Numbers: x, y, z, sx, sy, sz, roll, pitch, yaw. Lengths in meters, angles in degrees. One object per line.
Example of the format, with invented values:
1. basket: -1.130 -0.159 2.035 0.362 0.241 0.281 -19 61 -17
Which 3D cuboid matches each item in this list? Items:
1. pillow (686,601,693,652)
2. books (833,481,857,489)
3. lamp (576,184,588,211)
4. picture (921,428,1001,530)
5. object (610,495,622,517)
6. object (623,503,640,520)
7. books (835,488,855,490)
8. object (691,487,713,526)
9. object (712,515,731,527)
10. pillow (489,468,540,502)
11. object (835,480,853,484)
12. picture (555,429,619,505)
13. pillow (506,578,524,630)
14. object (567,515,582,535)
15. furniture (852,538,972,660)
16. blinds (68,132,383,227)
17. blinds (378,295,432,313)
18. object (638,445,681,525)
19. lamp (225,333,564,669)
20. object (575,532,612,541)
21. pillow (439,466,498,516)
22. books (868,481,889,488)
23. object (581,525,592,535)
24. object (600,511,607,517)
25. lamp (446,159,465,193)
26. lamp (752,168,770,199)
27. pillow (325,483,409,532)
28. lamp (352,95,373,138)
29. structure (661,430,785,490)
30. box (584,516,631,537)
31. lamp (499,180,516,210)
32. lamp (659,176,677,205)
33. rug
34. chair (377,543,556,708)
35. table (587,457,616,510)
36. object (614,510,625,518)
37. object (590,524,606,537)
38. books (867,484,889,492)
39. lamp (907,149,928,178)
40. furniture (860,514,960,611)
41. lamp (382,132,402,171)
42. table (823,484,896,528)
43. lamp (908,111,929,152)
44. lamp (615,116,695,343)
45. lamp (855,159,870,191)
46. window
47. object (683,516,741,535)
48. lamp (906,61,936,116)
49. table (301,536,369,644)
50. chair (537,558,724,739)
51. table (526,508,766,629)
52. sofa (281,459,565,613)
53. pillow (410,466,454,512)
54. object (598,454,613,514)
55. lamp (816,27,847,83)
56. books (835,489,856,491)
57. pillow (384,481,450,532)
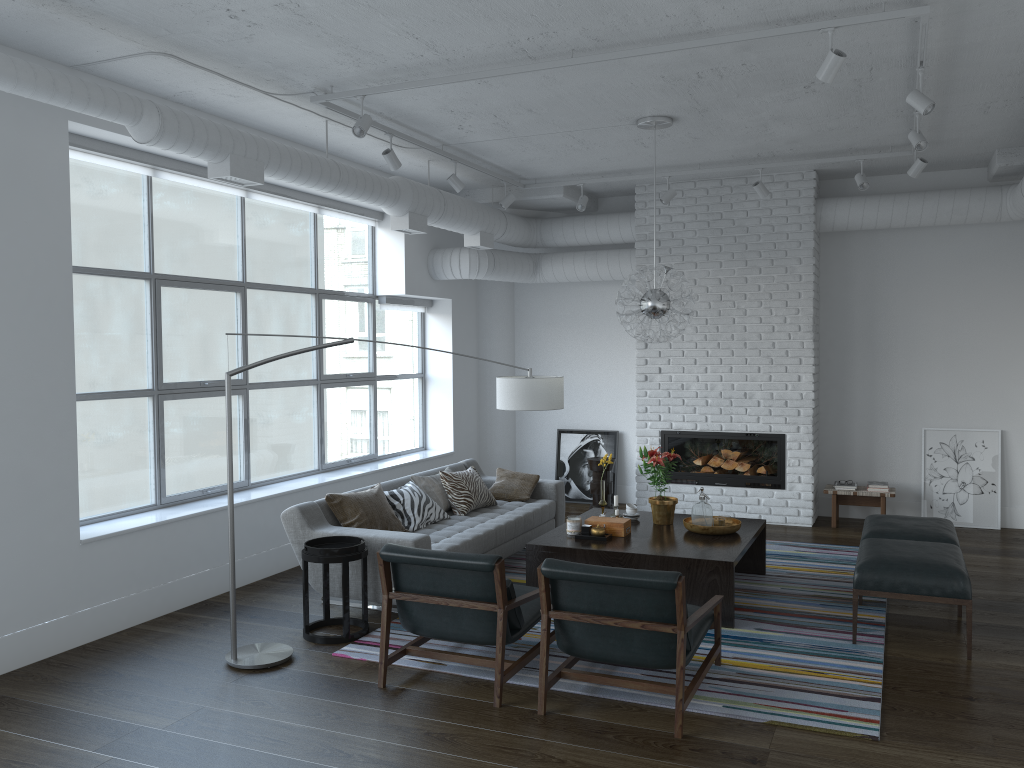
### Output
1. pillow: 0.521 1.085 4.115 0.612 0.293 0.246 1 3 24
2. books: 3.067 0.928 8.154 0.202 0.019 0.280 0 2 22
3. lamp: 0.637 -1.715 8.089 0.095 0.285 0.154 0 2 22
4. picture: 4.062 0.849 8.032 0.637 0.884 0.093 1 3 24
5. object: 0.759 0.893 6.471 0.098 0.174 0.098 0 2 18
6. object: 0.865 0.923 6.421 0.121 0.113 0.124 2 3 43
7. books: 3.065 0.943 8.144 0.171 0.011 0.306 0 3 23
8. object: 1.296 0.845 6.044 0.143 0.288 0.143 -1 2 -5
9. object: 1.414 0.944 5.978 0.085 0.089 0.195 1 3 33
10. pillow: -0.003 0.846 7.373 0.427 0.261 0.236 1 3 25
11. object: 3.055 0.900 8.168 0.134 0.038 0.093 -1 2 -10
12. picture: 0.787 0.877 9.419 0.686 0.775 0.130 1 3 24
13. pillow: -0.251 1.078 4.453 0.612 0.293 0.246 1 3 24
14. object: 0.418 0.946 5.937 0.106 0.116 0.117 0 2 3
15. furniture: 2.299 1.186 5.121 0.583 0.476 0.827 1 3 24
16. blinds: -1.971 -1.468 6.668 0.086 0.130 3.613 1 3 24
17. blinds: -1.047 -0.789 8.793 0.086 0.130 0.903 1 3 24
18. object: 1.034 0.708 6.238 0.284 0.558 0.275 -1 2 -14
19. lamp: -0.611 0.573 5.215 2.162 1.738 0.432 -2 3 -32
20. object: 0.535 0.996 5.807 0.214 0.023 0.130 1 3 24
21. pillow: -0.347 0.811 6.894 0.271 0.340 0.576 1 3 28
22. books: 3.327 0.915 8.063 0.173 0.025 0.238 0 2 22
23. object: 0.493 0.961 5.846 0.058 0.055 0.058 1 3 24
24. object: 0.652 0.951 6.366 0.069 0.078 0.124 0 2 6
25. lamp: -0.447 -1.663 7.045 0.154 0.285 0.087 -1 2 -22
26. lamp: 2.089 -1.702 7.456 0.154 0.285 0.097 -2 3 -26
27. pillow: -0.969 0.874 5.894 0.298 0.338 0.597 1 3 33
28. lamp: -0.886 -1.586 5.220 0.095 0.285 0.154 0 2 17
29. structure: 2.101 0.728 8.639 1.168 0.578 0.675 1 3 24
30. box: 0.642 0.955 5.944 0.294 0.093 0.169 1 3 24
31. lamp: -0.042 -1.703 7.946 0.154 0.285 0.087 -1 2 -17
32. lamp: 1.367 -1.709 7.772 0.154 0.285 0.090 -1 2 -8
33. rug: 1.031 1.397 5.962 2.735 0.012 3.760 1 3 24
34. chair: -0.167 1.117 4.631 0.678 0.698 0.983 1 3 24
35. table: 0.873 1.006 8.648 0.282 0.558 0.281 0 2 2
36. object: 0.748 0.938 6.308 0.102 0.098 0.102 -2 3 -27
37. object: 0.564 0.951 5.793 0.103 0.077 0.103 -1 2 -5
38. books: 3.325 0.944 8.057 0.185 0.032 0.267 0 2 22
39. lamp: 3.009 -1.675 6.591 0.104 0.285 0.154 -2 3 -26
40. furniture: 2.641 1.150 5.901 0.584 0.478 0.828 1 3 24
41. lamp: -0.834 -1.624 6.149 0.087 0.285 0.154 1 3 33
42. table: 3.180 1.129 8.114 0.605 0.345 0.405 1 3 24
43. lamp: 2.616 -1.636 5.717 0.094 0.285 0.154 -1 2 -3
44. lamp: 1.000 -1.060 6.203 0.552 1.546 0.552 0 2 11
45. lamp: 2.813 -1.696 7.135 0.093 0.285 0.154 0 2 2
46. window: -1.834 -0.385 7.166 0.107 2.340 4.566 1 3 24
47. object: 1.351 0.959 5.987 0.383 0.068 0.383 -2 3 -24
48. lamp: 2.219 -1.597 4.817 0.100 0.285 0.154 -3 3 -43
49. table: -1.025 1.184 5.152 0.379 0.536 0.379 1 3 41
50. chair: 0.605 1.124 4.293 0.678 0.698 0.983 1 3 24
51. table: 0.959 1.193 6.024 1.306 0.394 1.362 1 3 24
52. sofa: -0.502 1.050 6.537 0.991 0.684 2.541 1 3 24
53. pillow: -0.530 0.837 6.899 0.254 0.318 0.663 1 3 24
54. object: 0.687 0.744 6.475 0.121 0.470 0.120 1 3 39
55. lamp: 1.502 -1.564 4.174 0.088 0.285 0.154 -1 2 -21
56. books: 3.072 0.953 8.153 0.172 0.011 0.273 0 3 23
57. pillow: -0.717 0.884 6.363 0.346 0.283 0.578 1 3 24
